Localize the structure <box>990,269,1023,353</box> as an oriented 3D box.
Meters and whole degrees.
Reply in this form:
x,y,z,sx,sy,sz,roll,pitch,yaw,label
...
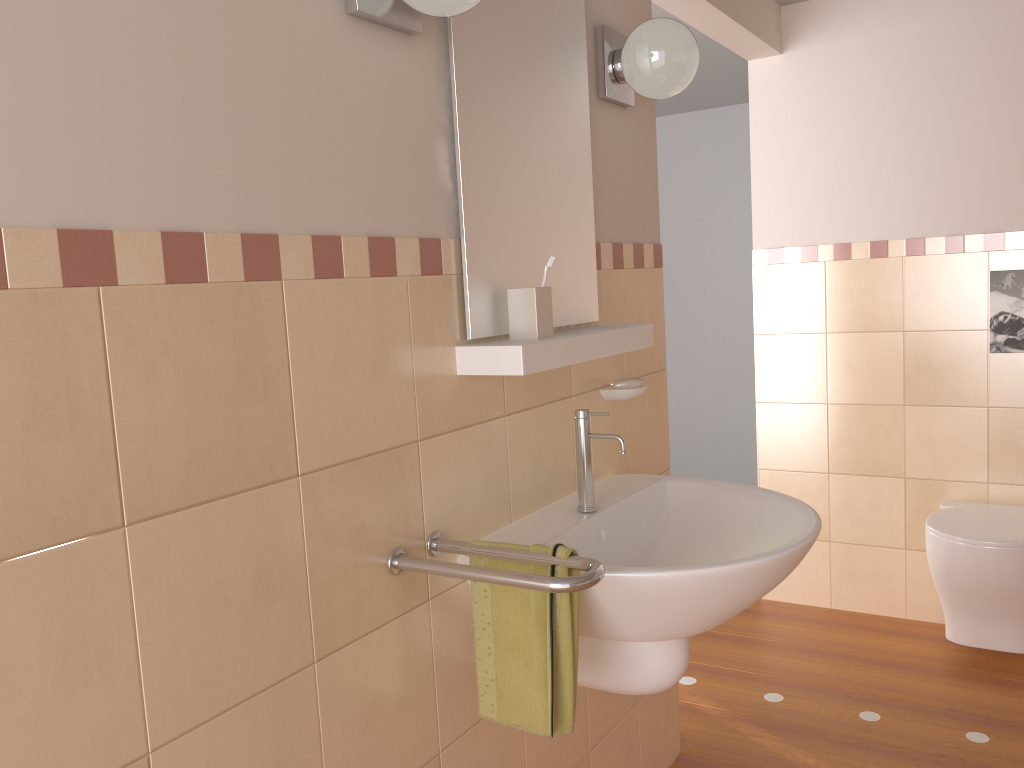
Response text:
x,y,z,sx,sy,sz,roll,pitch,yaw,label
1.698,-0.243,2.972,0.170,0.279,0.005,1,7,32,structure

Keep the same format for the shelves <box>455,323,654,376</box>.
x,y,z,sx,sy,sz,roll,pitch,yaw,label
0.103,-0.073,1.723,0.138,0.050,0.554,1,7,32,shelves

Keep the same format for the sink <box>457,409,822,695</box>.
x,y,z,sx,sy,sz,roll,pitch,yaw,label
0.294,0.308,1.661,0.539,0.516,0.683,1,7,32,sink

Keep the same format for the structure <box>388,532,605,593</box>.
x,y,z,sx,sy,sz,roll,pitch,yaw,label
-0.017,0.275,1.348,0.333,0.042,0.142,1,7,32,structure

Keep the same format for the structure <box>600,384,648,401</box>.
x,y,z,sx,sy,sz,roll,pitch,yaw,label
0.264,0.021,2.026,0.092,0.029,0.117,1,7,32,structure

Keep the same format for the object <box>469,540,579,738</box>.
x,y,z,sx,sy,sz,roll,pitch,yaw,label
0.024,0.395,1.408,0.085,0.306,0.181,-9,8,-42,object

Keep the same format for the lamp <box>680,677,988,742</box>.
x,y,z,sx,sy,sz,roll,pitch,yaw,label
0.209,1.163,1.289,2.893,0.001,3.173,1,7,32,lamp

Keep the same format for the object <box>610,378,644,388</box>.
x,y,z,sx,sy,sz,roll,pitch,yaw,label
0.262,-0.001,2.025,0.075,0.023,0.050,-4,6,-3,object

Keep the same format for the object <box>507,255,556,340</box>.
x,y,z,sx,sy,sz,roll,pitch,yaw,label
0.038,-0.156,1.603,0.073,0.149,0.063,1,7,32,object

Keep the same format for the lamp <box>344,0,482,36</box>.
x,y,z,sx,sy,sz,roll,pitch,yaw,label
-0.118,-0.622,1.289,0.209,0.173,0.173,1,7,32,lamp

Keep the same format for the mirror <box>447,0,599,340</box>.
x,y,z,sx,sy,sz,roll,pitch,yaw,label
0.035,-0.503,1.703,0.008,0.799,0.502,1,7,32,mirror

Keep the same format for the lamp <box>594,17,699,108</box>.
x,y,z,sx,sy,sz,roll,pitch,yaw,label
0.314,-0.724,1.985,0.209,0.173,0.173,1,7,32,lamp

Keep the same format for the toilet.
x,y,z,sx,sy,sz,roll,pitch,yaw,label
1.560,0.632,2.878,0.375,0.400,0.534,1,7,32,toilet
